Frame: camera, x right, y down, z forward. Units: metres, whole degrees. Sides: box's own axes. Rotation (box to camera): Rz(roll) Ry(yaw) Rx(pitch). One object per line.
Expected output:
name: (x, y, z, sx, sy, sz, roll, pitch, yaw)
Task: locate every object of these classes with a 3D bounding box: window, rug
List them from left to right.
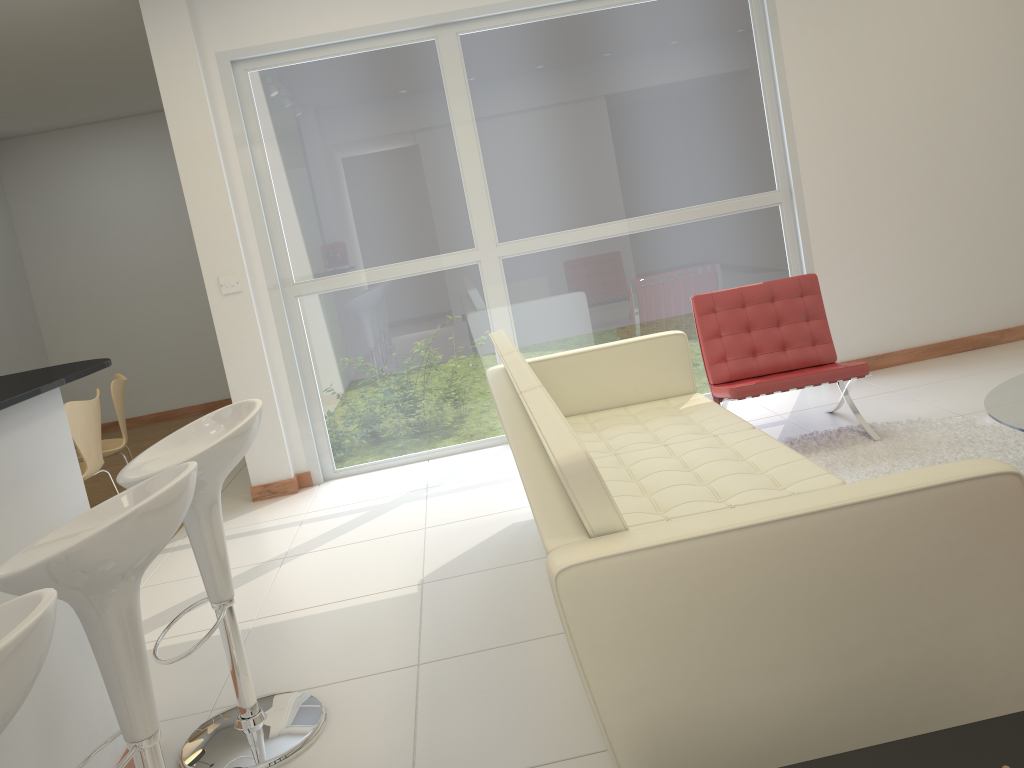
window: (0.155, -1.010, 5.602, 3.434, 2.695, 0.122, -11, 7, -3)
rug: (1.752, 0.539, 3.068, 2.443, 0.004, 3.355, -11, 10, -2)

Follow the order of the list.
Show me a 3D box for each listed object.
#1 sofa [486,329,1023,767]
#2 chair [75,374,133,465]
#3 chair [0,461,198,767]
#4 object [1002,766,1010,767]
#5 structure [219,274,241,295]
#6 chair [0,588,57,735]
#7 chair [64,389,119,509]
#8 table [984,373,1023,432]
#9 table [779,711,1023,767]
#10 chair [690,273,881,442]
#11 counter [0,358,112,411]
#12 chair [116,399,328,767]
sofa: (0.506, 0.308, 3.036, 1.001, 0.915, 2.585, -11, 10, -3)
chair: (-2.648, 0.437, 5.693, 0.518, 0.900, 0.523, -14, 8, -20)
chair: (-0.815, 0.720, 1.945, 0.464, 1.013, 0.461, -10, 8, 8)
object: (0.730, 0.586, 1.302, 0.030, 0.049, 0.030, -10, 8, 4)
structure: (-1.700, -0.599, 5.334, 0.114, 0.104, 0.013, -11, 7, -3)
chair: (-0.756, 0.843, 1.220, 0.464, 1.013, 0.461, -10, 8, 8)
chair: (-2.506, 0.539, 5.000, 0.516, 0.900, 0.525, -11, 8, -3)
table: (2.499, 0.189, 3.080, 1.538, 0.401, 1.331, -12, 10, -4)
table: (0.656, 0.882, 1.192, 0.917, 0.419, 0.706, -11, 9, -3)
chair: (1.410, -0.109, 4.684, 0.699, 0.811, 0.712, -11, 8, 2)
counter: (-1.523, 0.211, 1.560, 0.736, 0.019, 2.988, -11, 10, -3)
chair: (-0.878, 0.598, 2.671, 0.466, 1.013, 0.459, -13, 8, -17)
